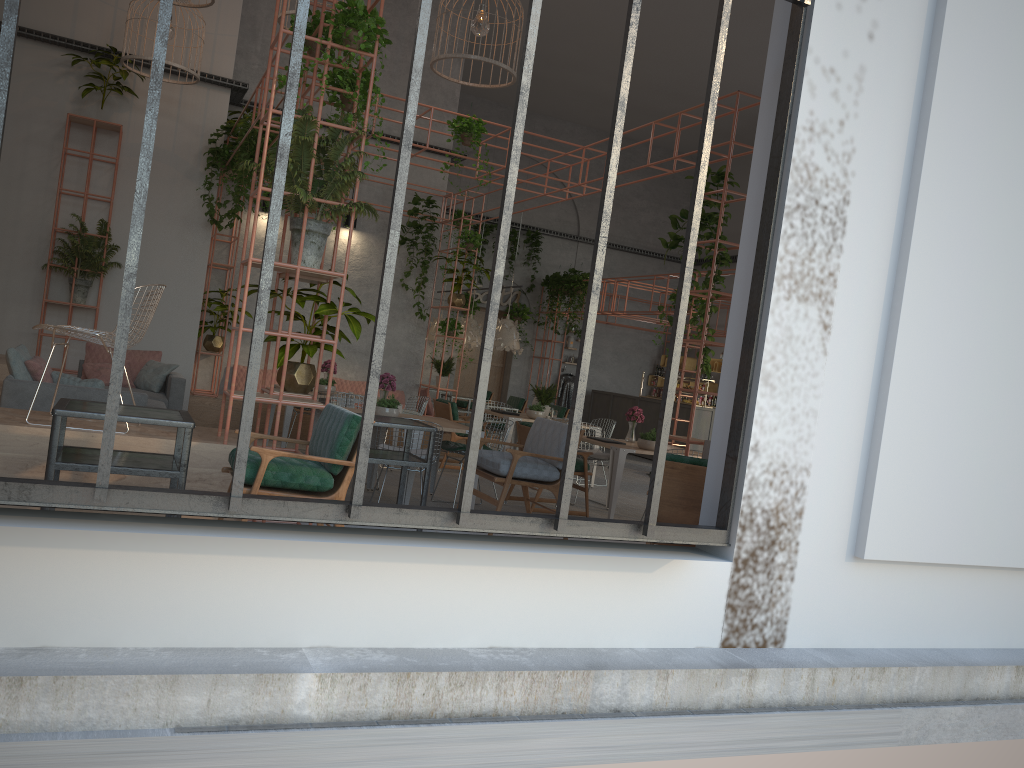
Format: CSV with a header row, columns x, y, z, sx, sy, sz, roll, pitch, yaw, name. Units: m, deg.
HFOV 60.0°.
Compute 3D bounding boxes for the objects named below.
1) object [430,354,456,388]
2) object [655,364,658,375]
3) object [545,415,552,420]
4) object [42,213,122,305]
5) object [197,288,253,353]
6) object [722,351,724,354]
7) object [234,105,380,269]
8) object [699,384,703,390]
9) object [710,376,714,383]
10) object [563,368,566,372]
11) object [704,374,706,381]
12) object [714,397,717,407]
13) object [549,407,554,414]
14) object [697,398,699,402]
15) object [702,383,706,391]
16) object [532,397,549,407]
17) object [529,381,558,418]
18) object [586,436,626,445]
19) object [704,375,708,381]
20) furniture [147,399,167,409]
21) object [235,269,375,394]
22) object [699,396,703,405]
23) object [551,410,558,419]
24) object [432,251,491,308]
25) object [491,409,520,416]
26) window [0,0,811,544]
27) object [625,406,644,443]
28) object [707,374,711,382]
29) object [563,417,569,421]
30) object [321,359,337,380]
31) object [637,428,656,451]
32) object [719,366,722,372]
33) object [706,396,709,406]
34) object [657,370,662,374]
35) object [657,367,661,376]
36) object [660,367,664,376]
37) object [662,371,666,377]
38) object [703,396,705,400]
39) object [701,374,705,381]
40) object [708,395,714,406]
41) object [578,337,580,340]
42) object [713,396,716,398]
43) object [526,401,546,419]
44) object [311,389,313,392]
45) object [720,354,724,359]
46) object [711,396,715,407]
x,y,z,sx,sy,sz,roll,pitch,yaw,name
-1.072,-0.204,13.713,0.438,0.527,0.368,8,1,-24,object
3.530,-0.344,21.616,0.066,0.291,0.066,9,1,36,object
0.486,0.455,12.069,0.115,0.078,0.115,8,1,-18,object
-5.361,-1.549,11.091,0.894,1.097,0.900,8,1,5,object
-4.080,-0.901,12.289,0.934,0.919,0.903,9,1,38,object
4.689,-0.675,19.541,0.134,0.301,0.134,7,1,-35,object
-1.284,-1.305,5.827,0.894,1.101,0.900,9,1,30,object
4.241,0.114,19.909,0.131,0.207,0.131,8,1,21,object
4.458,-0.108,19.822,0.115,0.147,0.115,8,1,-15,object
1.237,-0.336,20.921,0.093,0.121,0.049,8,1,-21,object
4.363,-0.195,19.891,0.066,0.291,0.066,8,1,-17,object
4.455,0.357,19.328,0.066,0.291,0.066,7,1,-40,object
0.480,0.401,12.702,0.165,0.154,0.210,7,1,-34,object
4.193,0.391,19.892,0.073,0.131,0.073,9,1,31,object
4.296,0.099,19.761,0.072,0.248,0.094,8,1,-24,object
0.400,0.320,12.574,0.241,0.313,0.241,8,1,21,object
0.441,0.213,12.246,0.438,0.527,0.368,8,1,-24,object
1.024,0.620,9.664,0.268,0.031,0.427,8,1,-24,object
4.339,-0.123,19.769,0.115,0.147,0.115,8,1,-15,object
-3.915,0.349,8.749,0.941,0.446,0.975,8,1,-24,furniture
-1.420,-0.388,6.288,0.934,0.923,0.903,9,1,33,object
4.223,0.357,19.808,0.070,0.209,0.070,9,1,26,object
0.595,0.433,12.521,0.095,0.119,0.095,8,1,0,object
-0.740,-1.638,13.652,0.934,0.947,0.903,9,1,28,object
-0.095,0.390,12.203,0.268,0.031,0.427,8,1,-24,object
-0.433,-2.223,3.301,4.126,5.544,0.089,8,1,-24,window
1.383,0.458,10.072,0.213,0.414,0.225,7,1,-31,object
4.437,-0.185,19.922,0.066,0.291,0.066,8,1,16,object
0.828,0.507,12.503,0.218,0.041,0.218,8,1,-15,object
-2.363,-0.110,11.394,0.213,0.414,0.225,7,1,-31,object
1.438,0.578,9.279,0.247,0.247,0.252,8,1,-24,object
4.589,-0.320,19.310,0.123,0.142,0.141,8,1,-24,object
4.328,0.372,19.593,0.073,0.219,0.105,8,1,-18,object
3.576,-0.264,21.525,0.115,0.147,0.115,8,1,21,object
3.599,-0.335,21.647,0.066,0.291,0.066,8,1,-17,object
3.674,-0.325,21.678,0.066,0.291,0.066,8,1,16,object
3.695,-0.248,21.578,0.115,0.147,0.115,8,1,21,object
4.290,0.366,19.836,0.070,0.209,0.070,9,1,24,object
4.293,-0.204,19.860,0.066,0.291,0.066,9,1,36,object
4.378,0.365,19.496,0.072,0.248,0.094,8,1,-24,object
1.685,-1.085,21.006,0.263,0.101,0.013,8,1,-24,object
4.444,0.374,19.523,0.072,0.248,0.094,8,1,-24,object
0.320,0.348,11.816,0.248,0.247,0.254,8,1,-24,object
-2.655,0.048,11.062,0.268,0.031,0.427,8,1,-24,object
4.579,-0.597,19.323,0.088,0.123,0.088,9,1,32,object
4.414,0.372,19.401,0.082,0.246,0.082,8,1,9,object
